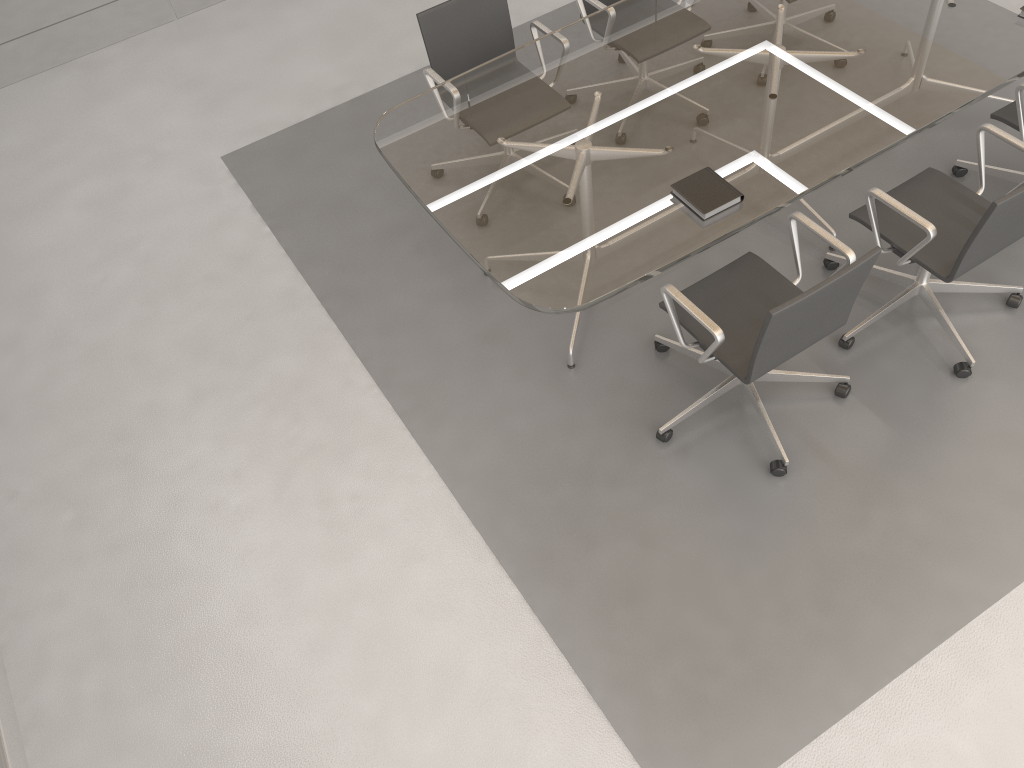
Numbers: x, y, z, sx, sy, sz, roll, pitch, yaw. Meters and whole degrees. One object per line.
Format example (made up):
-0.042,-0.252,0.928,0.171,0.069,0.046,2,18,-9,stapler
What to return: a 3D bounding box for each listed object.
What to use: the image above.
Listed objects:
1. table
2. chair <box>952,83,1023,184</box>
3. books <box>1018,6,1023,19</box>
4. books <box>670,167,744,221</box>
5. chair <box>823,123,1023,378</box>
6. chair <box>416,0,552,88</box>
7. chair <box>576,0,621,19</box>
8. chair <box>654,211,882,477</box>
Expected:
1.061,-1.077,3.687,3.054,0.721,1.372,-29,54,-15,table
2.158,-1.014,3.434,0.710,0.805,0.731,32,62,28,chair
2.025,-1.391,3.315,0.164,0.032,0.183,-35,55,-18,books
0.639,-0.627,2.913,0.164,0.032,0.183,-28,54,-14,books
1.505,-0.574,3.181,0.710,0.805,0.731,32,62,28,chair
-0.016,-1.213,3.898,0.710,0.805,0.731,32,63,28,chair
0.642,-1.649,4.147,0.710,0.805,0.731,32,63,28,chair
0.783,-0.232,3.015,0.710,0.805,0.731,32,62,28,chair
